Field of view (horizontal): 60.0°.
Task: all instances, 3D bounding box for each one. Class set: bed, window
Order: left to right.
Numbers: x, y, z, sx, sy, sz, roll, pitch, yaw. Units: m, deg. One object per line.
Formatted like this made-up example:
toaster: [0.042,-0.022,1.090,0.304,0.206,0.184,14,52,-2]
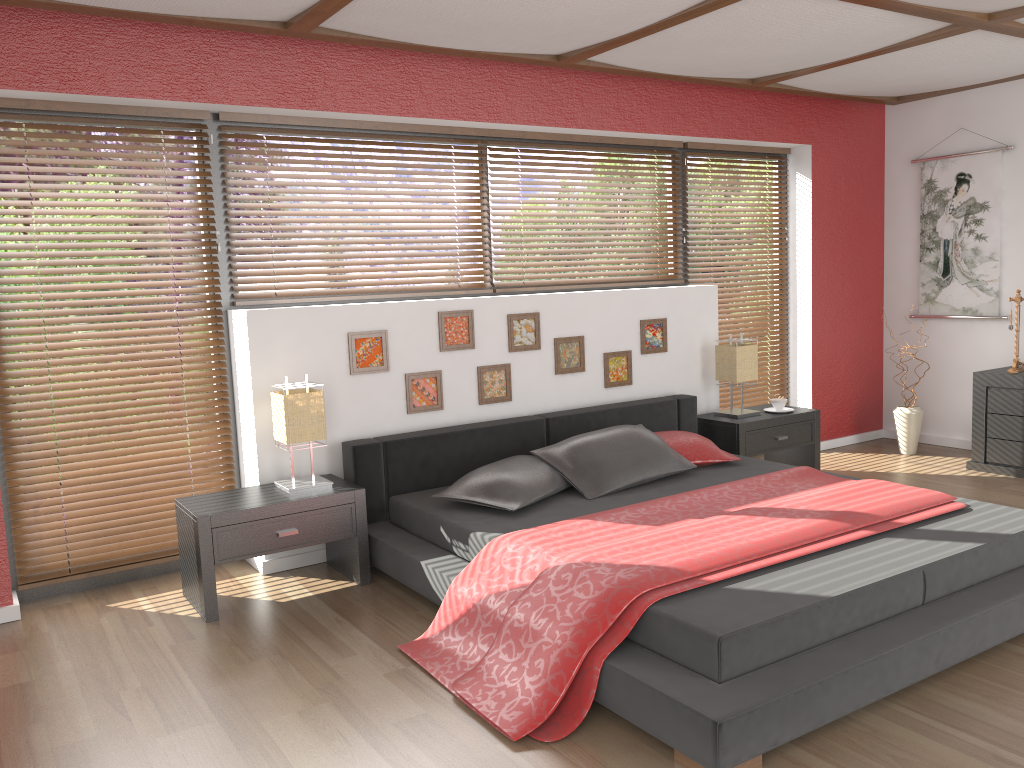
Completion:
window: [-1.777,-0.208,3.947,0.889,1.893,0.020,-7,8,-32]
window: [-0.158,-0.938,4.924,2.817,0.786,0.020,-7,8,-32]
bed: [0.649,0.546,3.670,2.469,0.577,2.413,-7,8,-32]
window: [1.503,-0.590,6.025,0.889,1.893,0.020,-7,8,-32]

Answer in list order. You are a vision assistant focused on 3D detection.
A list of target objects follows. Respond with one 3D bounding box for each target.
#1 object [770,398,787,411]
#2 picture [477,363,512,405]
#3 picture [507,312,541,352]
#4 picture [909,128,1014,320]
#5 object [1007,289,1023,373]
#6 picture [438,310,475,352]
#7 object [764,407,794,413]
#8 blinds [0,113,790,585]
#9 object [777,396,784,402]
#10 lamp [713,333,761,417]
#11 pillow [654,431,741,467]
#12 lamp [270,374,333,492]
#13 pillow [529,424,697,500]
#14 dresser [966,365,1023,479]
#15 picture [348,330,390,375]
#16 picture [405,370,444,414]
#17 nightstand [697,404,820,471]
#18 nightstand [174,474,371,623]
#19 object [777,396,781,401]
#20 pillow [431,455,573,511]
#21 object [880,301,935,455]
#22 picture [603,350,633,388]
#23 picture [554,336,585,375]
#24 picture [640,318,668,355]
object: [1.621,0.128,5.385,0.099,0.069,0.099,-3,7,-7]
picture: [-0.090,0.000,4.631,0.200,0.200,0.010,-7,8,-32]
picture: [0.065,-0.275,4.705,0.200,0.200,0.010,-7,8,-32]
picture: [3.007,-1.072,5.966,0.028,1.270,0.701,-7,8,-32]
object: [3.189,-0.314,5.224,0.490,0.498,0.173,4,9,42]
picture: [-0.280,-0.270,4.484,0.200,0.200,0.010,-7,8,-32]
object: [1.622,0.161,5.389,0.179,0.012,0.179,-3,7,-7]
blinds: [-0.100,-0.358,4.932,4.840,1.952,0.032,-7,8,-32]
object: [1.625,0.092,5.365,0.007,0.007,0.192,1,8,27]
lamp: [1.343,-0.064,5.303,0.200,0.480,0.200,-7,8,-32]
pillow: [0.757,0.345,4.579,0.745,0.172,0.418,-4,7,-13]
lamp: [-0.925,0.201,3.866,0.200,0.480,0.200,-7,8,-32]
pillow: [0.494,0.343,4.243,0.744,0.241,0.386,-7,8,-37]
dresser: [3.501,0.268,4.882,0.540,0.608,1.740,-7,8,-32]
picture: [-0.683,-0.151,4.235,0.200,0.200,0.010,-7,8,-32]
picture: [-0.435,0.040,4.412,0.200,0.200,0.010,-7,8,-32]
nightstand: [1.484,0.386,5.387,0.700,0.423,0.413,-7,8,-32]
nightstand: [-1.019,0.678,3.802,0.700,0.423,0.413,-7,8,-32]
object: [1.620,0.090,5.388,0.007,0.007,0.192,0,7,22]
pillow: [0.019,0.438,4.049,0.418,0.172,0.745,2,8,33]
object: [2.617,-0.035,5.935,0.364,1.035,0.422,2,8,33]
picture: [0.607,-0.085,5.072,0.200,0.200,0.010,-7,8,-32]
picture: [0.318,-0.159,4.879,0.200,0.200,0.010,-7,8,-32]
picture: [0.832,-0.280,5.199,0.200,0.200,0.010,-7,8,-32]
